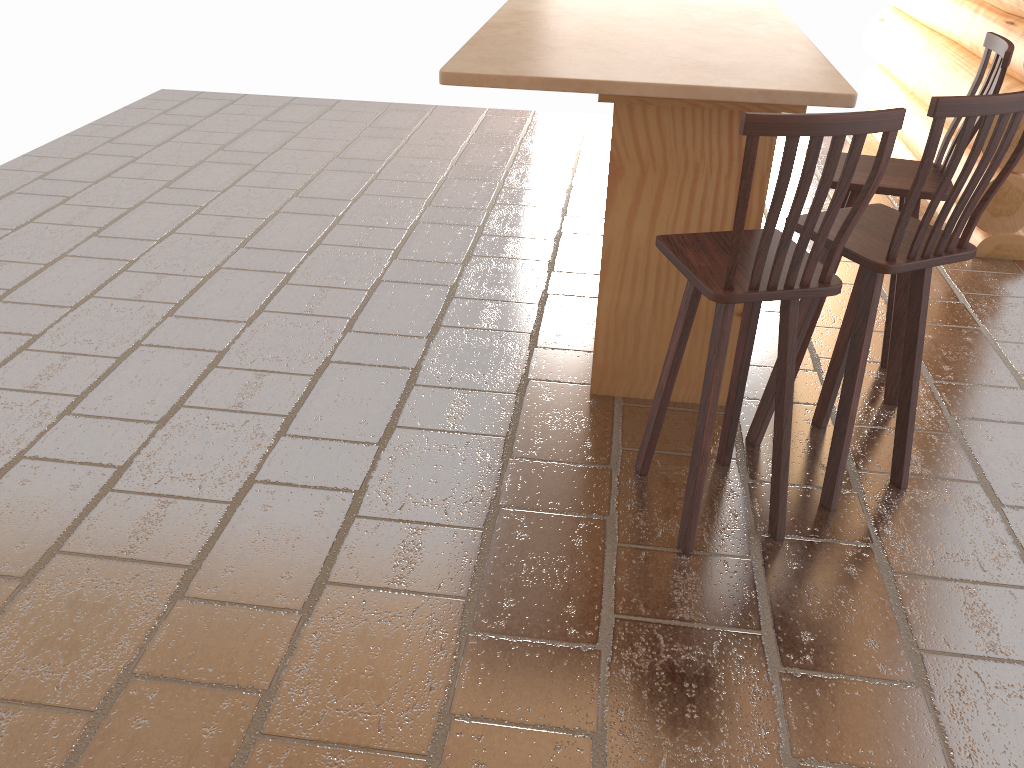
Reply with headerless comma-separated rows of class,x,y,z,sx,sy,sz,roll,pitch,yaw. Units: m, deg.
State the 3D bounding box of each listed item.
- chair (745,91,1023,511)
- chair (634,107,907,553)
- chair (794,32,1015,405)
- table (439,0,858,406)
chair,1.122,-0.278,2.757,0.406,1.319,0.504,-12,33,-21
chair,0.657,-0.167,2.547,0.406,1.319,0.504,-5,32,-11
chair,1.382,-0.597,3.305,0.504,1.319,0.406,10,32,14
table,0.568,-1.131,4.220,1.196,1.257,3.220,5,31,6
